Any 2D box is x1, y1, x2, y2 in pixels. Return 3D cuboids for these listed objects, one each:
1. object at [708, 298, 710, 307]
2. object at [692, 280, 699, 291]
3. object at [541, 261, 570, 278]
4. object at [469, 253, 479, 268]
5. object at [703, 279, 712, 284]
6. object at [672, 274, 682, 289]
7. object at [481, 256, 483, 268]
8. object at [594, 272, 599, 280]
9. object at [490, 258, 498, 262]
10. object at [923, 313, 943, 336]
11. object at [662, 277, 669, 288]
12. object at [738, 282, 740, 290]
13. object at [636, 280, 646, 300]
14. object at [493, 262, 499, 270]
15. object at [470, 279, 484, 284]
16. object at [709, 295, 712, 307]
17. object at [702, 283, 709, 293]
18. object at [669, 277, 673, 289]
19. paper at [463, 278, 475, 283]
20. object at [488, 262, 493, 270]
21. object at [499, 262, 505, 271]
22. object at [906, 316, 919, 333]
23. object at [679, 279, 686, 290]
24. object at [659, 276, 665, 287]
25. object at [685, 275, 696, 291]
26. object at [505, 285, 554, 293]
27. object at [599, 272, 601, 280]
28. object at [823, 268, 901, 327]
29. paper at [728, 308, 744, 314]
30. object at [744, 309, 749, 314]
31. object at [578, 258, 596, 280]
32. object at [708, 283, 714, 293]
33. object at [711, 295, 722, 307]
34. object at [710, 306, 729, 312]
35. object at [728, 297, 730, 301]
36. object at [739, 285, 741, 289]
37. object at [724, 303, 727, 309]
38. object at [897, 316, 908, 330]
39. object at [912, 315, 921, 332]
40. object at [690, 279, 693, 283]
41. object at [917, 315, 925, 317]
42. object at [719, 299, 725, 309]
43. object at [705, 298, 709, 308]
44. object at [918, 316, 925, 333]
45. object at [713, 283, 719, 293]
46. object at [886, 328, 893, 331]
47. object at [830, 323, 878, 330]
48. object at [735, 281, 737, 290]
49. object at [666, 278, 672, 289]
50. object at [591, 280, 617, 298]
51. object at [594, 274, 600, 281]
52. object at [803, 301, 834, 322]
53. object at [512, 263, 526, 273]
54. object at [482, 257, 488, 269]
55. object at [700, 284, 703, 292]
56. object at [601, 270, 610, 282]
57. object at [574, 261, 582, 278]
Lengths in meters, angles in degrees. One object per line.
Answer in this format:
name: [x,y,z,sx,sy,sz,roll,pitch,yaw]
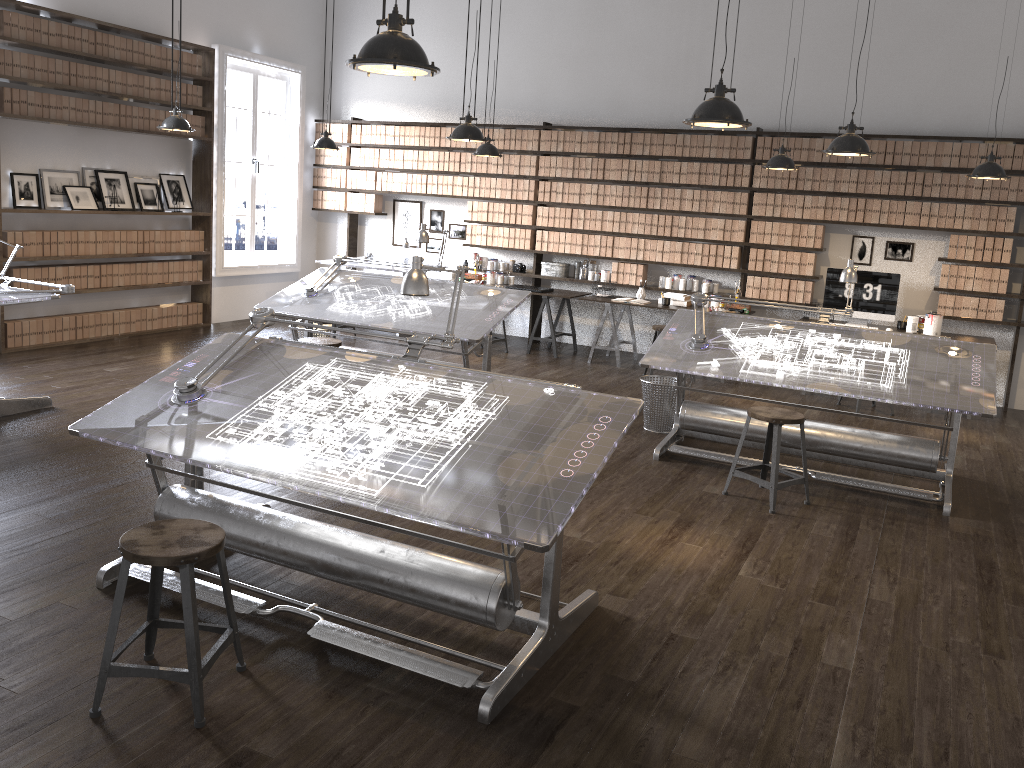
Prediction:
object: [1.995,-0.836,9.051,0.045,0.100,0.044,8,10,25]
object: [1.921,-1.032,9.279,0.062,0.118,0.062,3,10,-6]
object: [0.487,-1.290,9.970,0.318,0.151,0.194,9,12,24]
object: [-0.439,-1.440,10.335,0.107,0.175,0.108,9,11,27]
object: [2.049,-1.033,9.310,0.094,0.129,0.095,6,10,12]
object: [1.751,-1.080,9.380,0.095,0.160,0.094,8,10,21]
object: [-0.335,-1.436,10.437,0.072,0.128,0.071,1,10,-17]
object: [0.940,-1.192,9.788,0.062,0.092,0.064,2,10,-12]
object: [-0.212,-1.401,10.356,0.094,0.127,0.095,-3,12,-34]
object: [3.800,-0.532,7.991,0.144,0.194,0.146,3,10,-2]
object: [1.623,-1.074,9.388,0.063,0.117,0.063,0,10,-23]
object: [2.260,-0.928,8.840,0.020,0.226,0.007,-2,11,-33]
object: [1.370,-0.997,9.364,0.101,0.207,0.102,0,10,-19]
object: [-0.182,-1.360,10.237,0.062,0.092,0.063,6,10,11]
object: [-0.398,-1.145,9.896,0.132,0.050,0.198,-4,14,-35]
object: [2.065,-0.844,9.051,0.095,0.127,0.094,8,11,21]
object: [2.002,-0.990,9.156,0.062,0.095,0.062,-2,12,-32]
object: [1.680,-1.069,9.381,0.045,0.127,0.044,8,10,25]
paper: [-0.507,-1.164,9.971,0.155,0.038,0.138,6,12,10]
object: [-0.250,-1.369,10.253,0.062,0.093,0.062,6,10,11]
object: [-0.115,-1.355,10.230,0.062,0.093,0.062,6,10,11]
object: [3.659,-0.543,8.092,0.095,0.143,0.095,-4,13,-38]
object: [1.785,-1.038,9.267,0.062,0.118,0.062,3,10,-6]
object: [1.603,-1.089,9.451,0.062,0.118,0.062,0,10,-23]
object: [1.872,-1.063,9.336,0.094,0.160,0.206,9,12,26]
object: [0.191,-1.028,9.564,0.447,0.033,0.314,9,13,25]
object: [0.979,-1.181,9.746,0.045,0.100,0.044,9,11,28]
object: [3.281,-0.810,8.339,0.645,0.514,0.205,9,11,25]
paper: [2.179,-0.720,8.701,0.156,0.038,0.138,13,15,39]
object: [2.306,-0.714,8.709,0.049,0.037,0.049,10,12,28]
object: [0.832,-1.294,9.810,0.181,0.269,0.157,5,10,9]
object: [2.061,-0.993,9.187,0.062,0.094,0.063,-2,12,-32]
object: [2.062,-0.826,8.934,0.105,0.140,0.104,10,12,32]
object: [2.052,-0.740,8.737,0.197,0.050,0.133,3,11,-4]
object: [2.167,-0.821,8.900,0.040,0.129,0.005,8,10,23]
object: [2.251,-0.906,8.828,0.008,0.185,0.072,0,10,-22]
object: [2.154,-0.791,8.921,0.060,0.088,0.060,9,11,29]
object: [3.648,-0.578,8.270,0.096,0.141,0.092,5,10,5]
object: [3.730,-0.555,8.173,0.097,0.142,0.096,13,13,42]
object: [1.876,-1.044,9.320,0.044,0.127,0.045,12,13,42]
object: [3.806,-0.565,8.242,0.095,0.143,0.095,13,13,42]
object: [2.103,-0.796,8.873,0.050,0.111,0.049,9,11,28]
object: [1.968,-0.826,8.995,0.062,0.093,0.062,1,10,-15]
object: [3.754,-0.537,8.090,0.068,0.153,0.069,4,9,2]
object: [2.119,-0.997,9.227,0.062,0.095,0.062,-2,12,-32]
object: [3.426,-0.492,8.038,0.059,0.028,0.107,8,12,21]
object: [3.140,-0.528,8.159,0.440,0.017,0.119,8,13,21]
object: [2.236,-0.920,8.836,0.055,0.212,0.007,10,11,32]
object: [1.653,-1.059,9.326,0.062,0.118,0.062,1,10,-15]
object: [0.982,-1.009,9.415,0.204,0.159,0.286,9,12,25]
object: [0.971,-1.179,9.755,0.062,0.092,0.182,12,14,38]
object: [2.975,-0.700,8.572,0.284,0.159,0.205,7,11,17]
object: [0.076,-1.328,10.125,0.171,0.108,0.091,9,11,25]
object: [-0.315,-1.419,10.361,0.070,0.129,0.071,-1,11,-26]
object: [1.997,-0.998,9.244,0.054,0.081,0.054,7,10,15]
object: [1.019,-1.179,9.688,0.095,0.127,0.094,10,12,32]
object: [0.736,-1.280,9.947,0.079,0.187,0.079,5,9,4]
